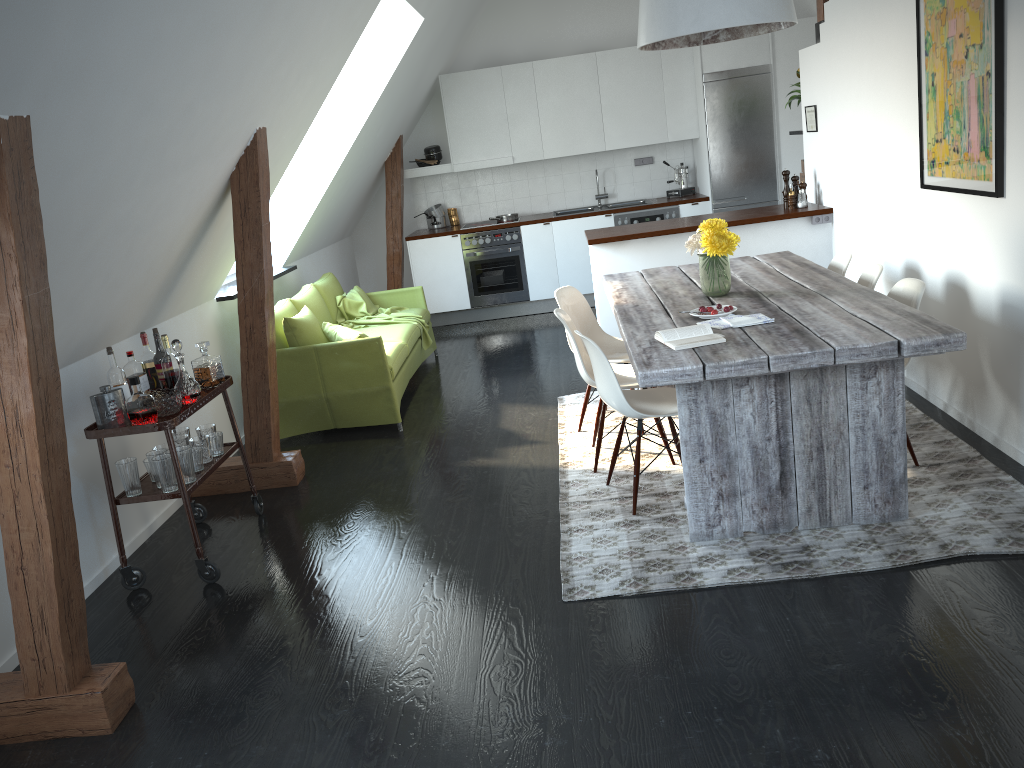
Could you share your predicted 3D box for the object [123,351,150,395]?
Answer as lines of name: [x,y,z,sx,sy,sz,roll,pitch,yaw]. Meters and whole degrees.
object: [-1.677,-0.021,3.959,0.067,0.257,0.099,-6,15,9]

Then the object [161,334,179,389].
object: [-1.526,-0.073,3.978,0.081,0.307,0.081,-5,15,10]

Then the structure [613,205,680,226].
structure: [1.330,-1.368,8.721,0.612,0.725,0.582,-7,15,4]

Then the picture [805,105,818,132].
picture: [2.124,-1.879,6.287,0.023,0.182,0.250,-7,15,4]

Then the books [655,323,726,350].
books: [0.692,-0.191,3.472,0.202,0.042,0.251,-10,15,-7]

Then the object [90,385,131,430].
object: [-1.653,0.097,3.655,0.052,0.182,0.135,5,19,40]

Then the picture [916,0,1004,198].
picture: [1.979,-1.451,3.950,0.036,1.181,0.808,-7,15,4]

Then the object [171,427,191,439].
object: [-1.589,0.276,4.268,0.095,0.119,0.095,-18,17,-32]

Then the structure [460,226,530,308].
structure: [-0.146,-1.208,8.921,0.583,0.725,0.749,-7,15,4]

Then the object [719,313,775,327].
object: [0.968,-0.267,3.656,0.182,0.016,0.179,-8,15,-1]

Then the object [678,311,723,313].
object: [0.818,-0.311,3.848,0.194,0.022,0.019,-3,16,19]

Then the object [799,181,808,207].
object: [2.083,-1.361,6.346,0.058,0.184,0.058,-8,15,1]

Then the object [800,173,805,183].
object: [2.427,-1.599,6.857,0.287,0.101,0.329,-8,15,0]

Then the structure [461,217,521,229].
structure: [-0.204,-1.579,8.808,0.574,0.041,0.504,-7,15,4]

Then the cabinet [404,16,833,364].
cabinet: [0.987,-1.715,7.595,4.208,2.369,3.033,-7,15,4]

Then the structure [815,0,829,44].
structure: [2.873,-2.718,0.205,10.230,3.562,15.910,-5,15,10]

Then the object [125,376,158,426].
object: [-1.523,0.070,3.629,0.087,0.206,0.087,0,17,29]

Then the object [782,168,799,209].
object: [2.013,-1.415,6.393,0.123,0.283,0.061,-7,15,4]

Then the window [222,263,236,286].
window: [0.414,-2.221,2.350,5.959,4.249,8.018,-7,15,4]

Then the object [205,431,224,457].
object: [-1.398,0.285,4.173,0.092,0.099,0.092,-13,15,-17]

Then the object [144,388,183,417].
object: [-1.503,0.082,3.794,0.245,0.092,0.151,2,17,32]

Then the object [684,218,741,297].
object: [0.971,-0.608,4.250,0.233,0.365,0.293,-15,16,-24]

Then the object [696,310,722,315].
object: [0.857,-0.310,3.852,0.110,0.011,0.058,-6,15,8]

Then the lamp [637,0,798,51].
lamp: [0.741,-2.898,3.606,0.757,2.813,0.697,-18,18,-34]

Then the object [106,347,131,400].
object: [-1.666,-0.001,3.753,0.073,0.320,0.073,-9,15,-5]

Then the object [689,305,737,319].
object: [0.874,-0.309,3.853,0.205,0.024,0.205,-9,15,-3]

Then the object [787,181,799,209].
object: [2.004,-1.348,6.325,0.080,0.192,0.058,-11,15,-11]

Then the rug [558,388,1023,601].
rug: [1.176,0.320,4.421,1.898,0.022,2.677,-7,15,4]

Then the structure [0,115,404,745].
structure: [-1.699,0.121,2.923,1.023,1.963,12.350,-7,15,4]

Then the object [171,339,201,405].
object: [-1.444,-0.055,3.891,0.114,0.292,0.114,-14,16,-23]

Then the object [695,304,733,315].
object: [0.886,-0.325,3.858,0.132,0.034,0.144,-14,16,-23]

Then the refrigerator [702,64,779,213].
refrigerator: [2.155,-1.954,8.253,0.609,1.868,0.031,-7,15,4]

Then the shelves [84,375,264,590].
shelves: [-1.501,0.423,4.046,0.438,0.732,0.803,-8,15,1]

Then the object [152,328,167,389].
object: [-1.588,-0.093,4.038,0.080,0.329,0.080,-9,15,-5]

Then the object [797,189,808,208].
object: [2.055,-1.316,6.287,0.069,0.135,0.069,-13,16,-20]

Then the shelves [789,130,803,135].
shelves: [2.524,-1.698,6.791,0.660,0.553,0.408,-7,15,4]

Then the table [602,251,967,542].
table: [1.112,-0.053,4.342,1.141,0.788,2.421,-7,15,4]

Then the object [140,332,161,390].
object: [-1.686,-0.093,4.137,0.081,0.308,0.081,-9,15,-3]

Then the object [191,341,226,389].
object: [-1.442,-0.094,4.191,0.101,0.211,0.101,-3,16,19]

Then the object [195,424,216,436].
object: [-1.461,0.260,4.261,0.095,0.119,0.095,-18,17,-32]

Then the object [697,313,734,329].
object: [0.886,-0.260,3.678,0.182,0.014,0.185,-14,16,-21]
